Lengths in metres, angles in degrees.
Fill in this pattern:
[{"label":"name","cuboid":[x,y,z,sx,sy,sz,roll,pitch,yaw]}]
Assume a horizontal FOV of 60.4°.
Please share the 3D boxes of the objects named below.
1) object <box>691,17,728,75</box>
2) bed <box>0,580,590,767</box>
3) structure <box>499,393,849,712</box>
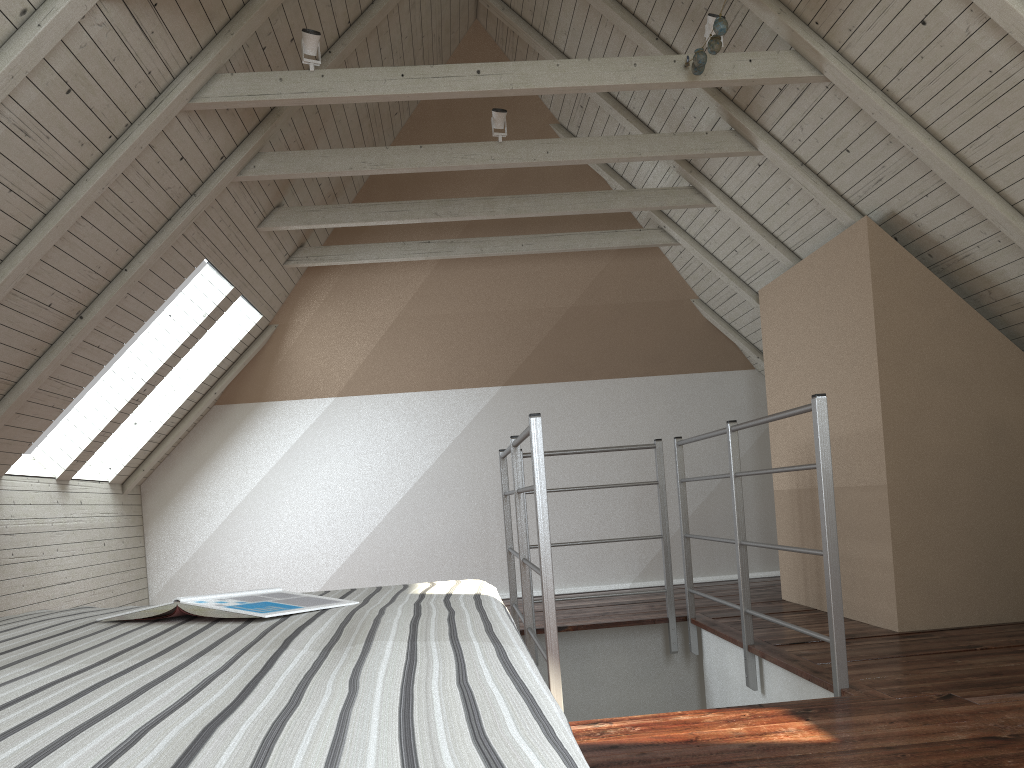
[{"label":"object","cuboid":[0.564,-0.968,2.533,0.059,0.066,0.286,-4,-7,-5]},{"label":"bed","cuboid":[-0.887,0.427,0.916,1.876,0.702,1.887,-4,-7,-4]},{"label":"structure","cuboid":[0.444,0.662,3.240,0.836,0.990,1.652,-4,-6,-4]}]
